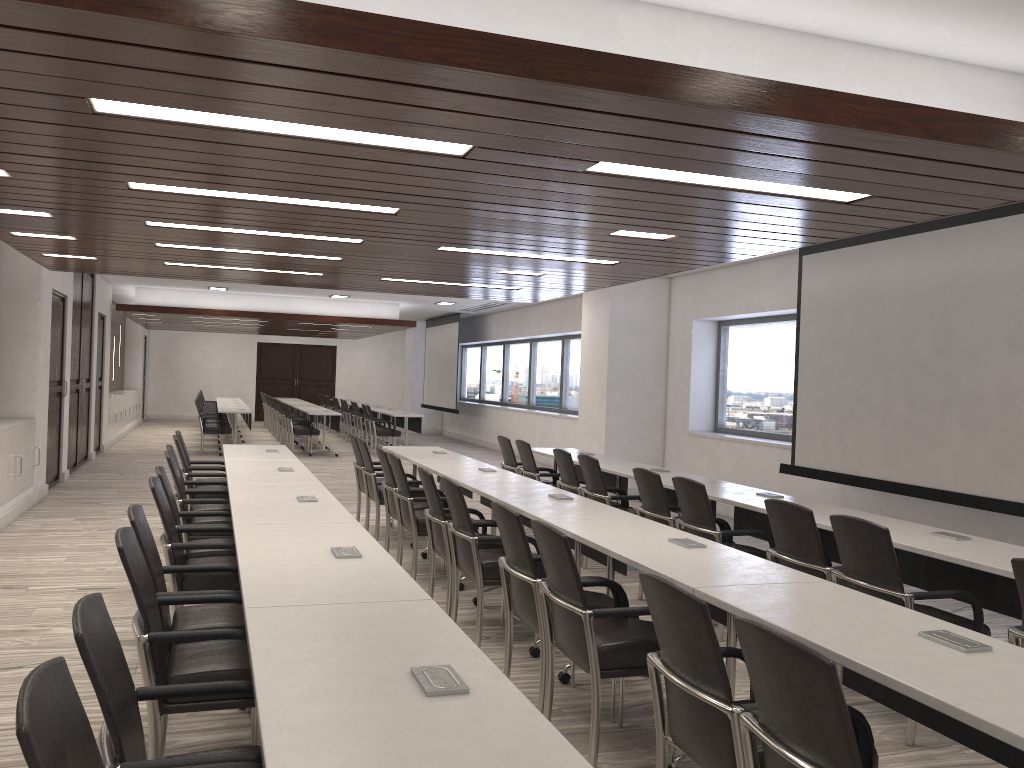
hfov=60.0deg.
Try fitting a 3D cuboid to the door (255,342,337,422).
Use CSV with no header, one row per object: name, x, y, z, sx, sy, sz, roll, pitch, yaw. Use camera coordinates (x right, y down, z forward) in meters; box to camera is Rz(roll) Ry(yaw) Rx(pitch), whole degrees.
door,-6.476,-0.040,26.613,2.329,2.323,0.200,2,0,-19

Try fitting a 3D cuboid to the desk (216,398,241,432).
desk,-6.934,0.747,21.675,0.577,0.795,1.509,2,0,-19

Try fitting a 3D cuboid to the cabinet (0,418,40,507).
cabinet,-3.996,0.772,5.729,0.476,0.698,7.540,2,0,-19

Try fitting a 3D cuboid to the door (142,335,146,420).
door,-10.092,-0.162,24.168,0.200,2.323,1.163,2,0,-19

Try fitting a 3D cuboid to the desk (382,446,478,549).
desk,-0.805,1.029,8.271,0.577,0.795,1.509,2,0,-19

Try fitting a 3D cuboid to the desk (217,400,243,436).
desk,-6.446,0.771,20.230,0.577,0.795,1.509,2,0,-19

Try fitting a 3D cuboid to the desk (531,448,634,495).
desk,0.612,1.079,8.750,0.577,0.795,1.509,2,0,-19

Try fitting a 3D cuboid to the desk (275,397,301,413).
desk,-5.983,0.774,23.604,0.577,0.795,1.509,2,0,-19

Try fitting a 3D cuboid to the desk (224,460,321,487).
desk,-1.756,1.002,6.342,0.577,0.795,1.509,2,0,-19

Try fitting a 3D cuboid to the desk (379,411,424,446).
desk,-2.132,0.944,16.877,0.577,0.795,1.509,2,0,-19

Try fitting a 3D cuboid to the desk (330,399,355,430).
desk,-4.566,0.824,24.084,0.577,0.795,1.509,2,0,-19

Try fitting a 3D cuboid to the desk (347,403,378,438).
desk,-3.590,0.872,21.196,0.577,0.795,1.509,2,0,-19

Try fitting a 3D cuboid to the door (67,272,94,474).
door,-6.174,-0.252,12.595,0.200,2.889,2.327,2,0,-19

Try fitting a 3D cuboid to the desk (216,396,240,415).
desk,-7.421,0.723,23.118,0.577,0.795,1.509,2,0,-19

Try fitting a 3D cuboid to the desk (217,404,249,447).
desk,-5.475,0.819,17.354,0.577,0.795,1.509,2,0,-19

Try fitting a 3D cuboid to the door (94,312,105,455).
door,-6.867,-0.003,14.617,0.200,2.323,1.163,2,0,-19

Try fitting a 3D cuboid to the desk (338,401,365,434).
desk,-4.079,0.848,22.641,0.577,0.795,1.509,2,0,-19

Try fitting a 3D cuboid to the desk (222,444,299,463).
desk,-2.243,0.978,7.784,0.577,0.795,1.509,2,0,-19

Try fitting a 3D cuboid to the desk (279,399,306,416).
desk,-5.496,0.798,22.162,0.577,0.795,1.509,2,0,-19

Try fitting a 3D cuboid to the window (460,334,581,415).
window,0.418,-0.202,17.998,0.118,1.419,10.452,2,0,-19

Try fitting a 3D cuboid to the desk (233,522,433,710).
desk,-0.781,1.050,3.454,0.577,0.795,1.509,2,0,-19

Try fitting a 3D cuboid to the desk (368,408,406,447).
desk,-2.619,0.920,18.320,0.577,0.795,1.509,2,0,-19

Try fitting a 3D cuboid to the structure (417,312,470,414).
structure,-1.699,-0.539,20.978,0.438,2.329,3.550,2,0,-19

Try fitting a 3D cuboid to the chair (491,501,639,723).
chair,0.223,1.012,4.068,0.638,0.939,0.513,2,0,-19

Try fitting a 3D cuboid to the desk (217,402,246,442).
desk,-5.959,0.795,18.788,0.577,0.795,1.509,2,0,-19

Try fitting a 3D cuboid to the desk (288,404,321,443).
desk,-4.521,0.846,19.274,0.577,0.795,1.509,2,0,-19

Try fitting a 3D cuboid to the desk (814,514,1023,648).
desk,2.075,1.151,4.420,0.577,0.795,1.509,2,0,-19

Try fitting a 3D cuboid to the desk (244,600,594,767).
desk,-0.297,1.074,2.020,0.577,0.795,1.509,2,0,-19

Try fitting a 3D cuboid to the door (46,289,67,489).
door,-5.501,0.064,10.572,0.200,2.323,1.163,2,0,-19

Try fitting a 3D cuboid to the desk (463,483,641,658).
desk,0.170,1.077,5.383,0.577,0.795,1.509,2,0,-19

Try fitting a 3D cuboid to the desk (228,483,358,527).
desk,-1.268,1.026,4.897,0.577,0.795,1.509,2,0,-19

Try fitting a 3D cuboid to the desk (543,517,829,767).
desk,0.657,1.101,3.941,0.577,0.795,1.509,2,0,-19

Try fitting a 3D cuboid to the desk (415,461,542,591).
desk,-0.318,1.053,6.828,0.577,0.795,1.509,2,0,-19

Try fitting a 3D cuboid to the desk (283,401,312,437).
desk,-5.008,0.822,20.717,0.577,0.795,1.509,2,0,-19

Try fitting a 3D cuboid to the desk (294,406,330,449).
desk,-4.037,0.870,17.841,0.577,0.795,1.509,2,0,-19

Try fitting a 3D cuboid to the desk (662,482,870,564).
desk,1.588,1.127,5.863,0.577,0.795,1.509,2,0,-19

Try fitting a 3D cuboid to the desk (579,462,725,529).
desk,1.100,1.103,7.308,0.577,0.795,1.509,2,0,-19

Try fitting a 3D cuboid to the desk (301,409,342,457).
desk,-3.549,0.894,16.398,0.577,0.795,1.509,2,0,-19

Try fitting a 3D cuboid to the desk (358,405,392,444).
desk,-3.103,0.896,19.754,0.577,0.795,1.509,2,0,-19

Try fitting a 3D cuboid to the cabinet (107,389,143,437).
cabinet,-8.613,0.544,19.403,0.476,0.698,7.540,2,0,-19

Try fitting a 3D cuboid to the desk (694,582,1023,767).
desk,1.141,1.125,2.507,0.577,0.795,1.509,2,0,-19

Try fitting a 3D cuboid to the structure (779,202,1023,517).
structure,3.140,-0.301,6.650,0.438,2.329,3.550,2,0,-19

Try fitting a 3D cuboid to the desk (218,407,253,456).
desk,-4.988,0.843,15.911,0.577,0.795,1.509,2,0,-19

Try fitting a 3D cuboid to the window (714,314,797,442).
window,3.781,-0.037,8.039,0.118,1.419,6.968,2,0,-19
